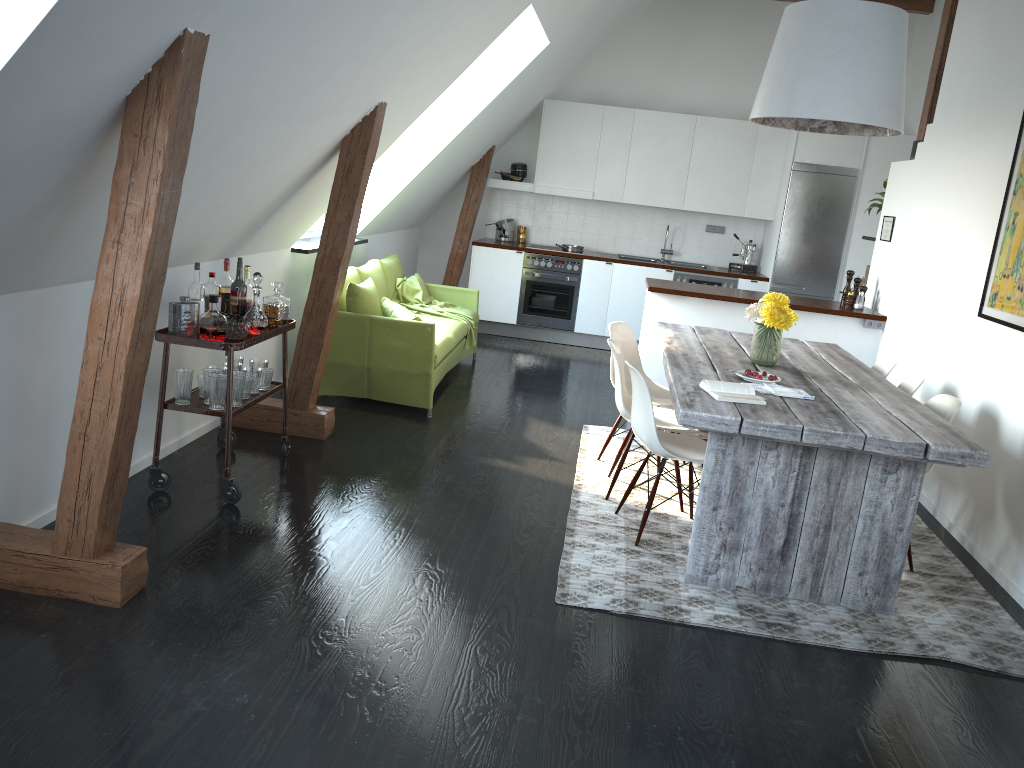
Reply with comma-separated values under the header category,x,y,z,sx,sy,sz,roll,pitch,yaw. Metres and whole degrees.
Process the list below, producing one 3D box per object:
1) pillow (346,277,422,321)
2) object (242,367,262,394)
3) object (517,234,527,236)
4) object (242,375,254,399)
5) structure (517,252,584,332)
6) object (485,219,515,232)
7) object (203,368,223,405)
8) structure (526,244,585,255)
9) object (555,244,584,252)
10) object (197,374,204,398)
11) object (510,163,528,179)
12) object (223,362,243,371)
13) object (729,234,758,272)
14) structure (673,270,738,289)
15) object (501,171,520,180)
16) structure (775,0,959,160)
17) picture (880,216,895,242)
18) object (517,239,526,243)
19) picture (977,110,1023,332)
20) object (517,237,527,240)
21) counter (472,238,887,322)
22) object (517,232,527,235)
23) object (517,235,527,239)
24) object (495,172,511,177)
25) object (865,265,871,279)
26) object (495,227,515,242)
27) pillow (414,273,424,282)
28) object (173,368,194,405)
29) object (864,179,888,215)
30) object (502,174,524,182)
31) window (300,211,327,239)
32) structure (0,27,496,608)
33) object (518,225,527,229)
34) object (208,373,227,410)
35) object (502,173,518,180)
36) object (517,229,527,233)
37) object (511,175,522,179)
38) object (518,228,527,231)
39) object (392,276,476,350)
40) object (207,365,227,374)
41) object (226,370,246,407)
category,x,y,z,sx,sy,sz,roll,pitch,yaw
pillow,-0.786,-0.480,5.905,0.600,0.387,0.475,7,13,3
object,-1.260,-0.017,4.290,0.095,0.119,0.095,-1,15,-32
object,0.103,-1.572,9.385,0.099,0.043,0.100,5,13,-7
object,-1.268,0.016,4.187,0.092,0.099,0.092,3,13,-17
structure,0.412,-0.979,9.151,0.583,0.725,0.749,8,13,5
object,-0.140,-1.665,9.319,0.371,0.169,0.203,1,14,-22
object,-1.362,0.012,4.030,0.087,0.155,0.087,2,14,-21
structure,0.451,-1.356,9.051,0.574,0.041,0.504,8,13,5
object,0.570,-1.407,9.110,0.351,0.061,0.232,2,14,-21
object,-1.421,0.011,4.132,0.092,0.099,0.092,3,13,-17
object,0.070,-2.208,9.177,0.190,0.166,0.200,-1,15,-31
object,-1.372,-0.044,4.348,0.095,0.119,0.095,-1,15,-32
object,2.350,-1.339,9.041,0.353,0.370,0.206,-3,16,-37
structure,1.877,-0.761,8.929,0.612,0.725,0.582,8,13,5
object,-0.021,-2.137,9.094,0.061,0.077,0.331,-3,16,-35
structure,3.635,-1.970,0.434,10.230,3.562,15.910,9,13,11
picture,2.753,-1.138,6.499,0.023,0.182,0.250,8,13,5
object,0.102,-1.512,9.396,0.100,0.036,0.100,7,13,2
picture,2.481,-0.843,4.153,0.036,1.181,0.808,8,13,5
object,0.103,-1.534,9.391,0.100,0.048,0.099,12,14,23
counter,1.165,-1.006,7.899,3.365,0.038,3.085,8,13,5
object,0.104,-1.593,9.380,0.099,0.057,0.101,11,13,17
object,0.103,-1.551,9.388,0.099,0.051,0.099,5,13,-8
object,-0.056,-2.151,9.180,0.357,0.075,0.244,1,14,-23
object,2.995,-0.869,7.041,0.329,0.101,0.287,10,13,15
object,-0.057,-1.569,9.298,0.200,0.154,0.348,3,13,-15
pillow,-0.803,-0.765,7.418,0.210,0.275,0.462,7,13,3
object,-1.472,0.014,3.967,0.087,0.155,0.087,2,14,-21
object,3.040,-1.383,6.977,0.493,0.486,0.506,13,14,24
object,0.009,-2.119,9.139,0.243,0.056,0.350,5,13,-6
window,1.151,-2.045,2.607,5.959,4.249,8.018,8,13,5
structure,-1.487,-0.304,3.144,1.023,1.963,12.350,8,13,5
object,0.110,-1.646,9.363,0.100,0.047,0.099,7,13,1
object,-1.312,0.036,3.949,0.087,0.155,0.087,2,14,-21
object,-0.034,-2.129,9.088,0.065,0.065,0.332,0,14,-27
object,0.104,-1.610,9.372,0.100,0.036,0.100,0,14,-27
object,0.011,-2.140,9.136,0.065,0.031,0.335,-3,16,-36
object,0.106,-1.626,9.368,0.100,0.036,0.100,15,15,33
object,-0.618,-0.601,7.303,0.722,0.493,0.711,7,13,1
object,-1.408,-0.022,4.234,0.095,0.119,0.095,-1,15,-32
object,-1.259,0.024,4.033,0.087,0.155,0.087,2,14,-21
